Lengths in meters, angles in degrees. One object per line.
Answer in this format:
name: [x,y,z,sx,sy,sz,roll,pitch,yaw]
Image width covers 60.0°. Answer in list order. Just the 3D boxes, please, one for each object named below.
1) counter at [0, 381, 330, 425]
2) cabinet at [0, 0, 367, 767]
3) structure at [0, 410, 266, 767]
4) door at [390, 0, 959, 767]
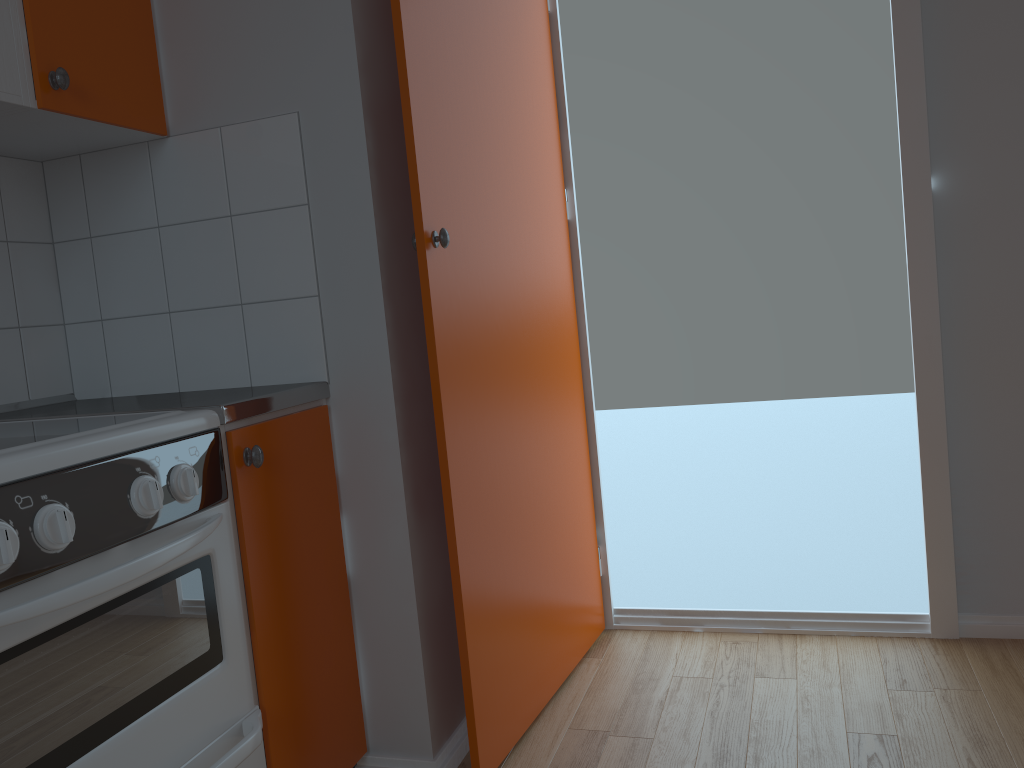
counter: [-1.164,0.240,0.491,0.684,0.132,3.093,-4,5,18]
cabinet: [-1.181,-0.114,0.459,0.708,2.346,3.094,-4,5,18]
structure: [-0.835,0.519,1.342,0.736,0.863,0.616,-4,5,19]
door: [0.321,-0.285,2.301,1.383,2.053,0.695,-8,5,-23]
